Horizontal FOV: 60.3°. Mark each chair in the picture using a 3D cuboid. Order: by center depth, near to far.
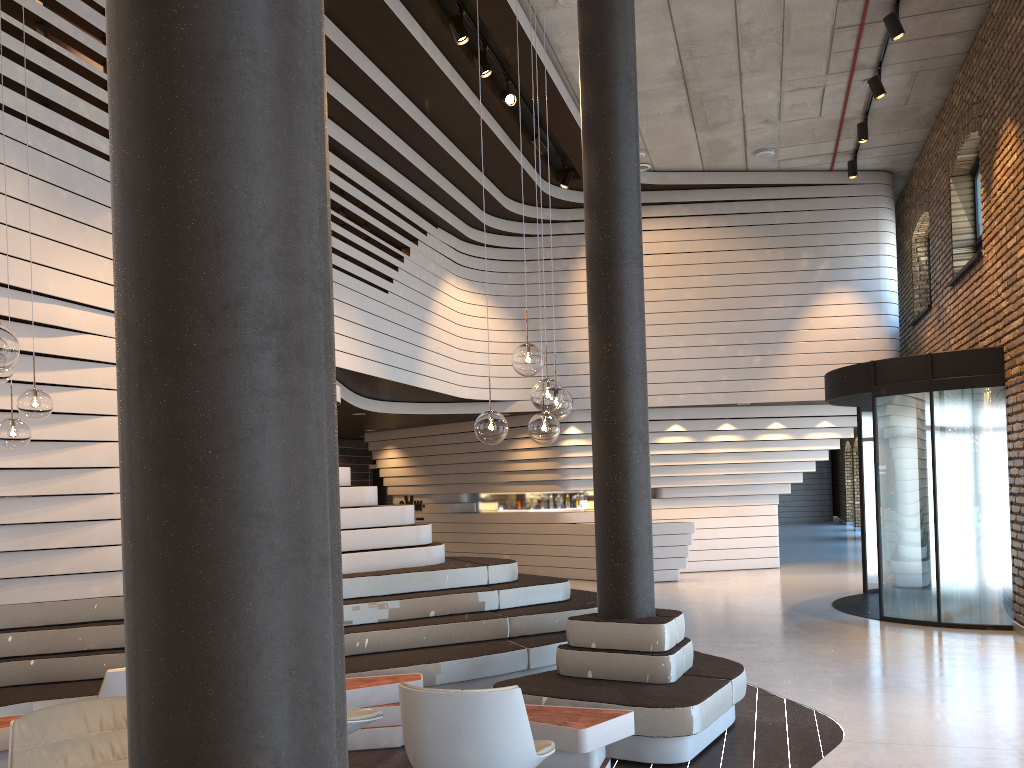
[{"bbox_3d":[-1.567,1.651,3.363,0.653,0.765,0.717,0,-4,-34],"label":"chair"},{"bbox_3d":[-0.162,1.670,3.942,0.659,0.764,0.710,-3,-3,17],"label":"chair"},{"bbox_3d":[-2.081,1.808,4.600,0.713,0.765,0.656,-3,-3,16],"label":"chair"},{"bbox_3d":[-1.080,1.784,4.684,0.662,0.765,0.708,-4,-4,32],"label":"chair"}]

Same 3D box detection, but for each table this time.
[{"bbox_3d":[0.166,1.937,4.659,0.910,0.370,0.413,-4,-4,19],"label":"table"},{"bbox_3d":[-2.954,2.065,4.872,0.901,0.369,0.418,2,-5,-36],"label":"table"},{"bbox_3d":[-0.996,2.076,5.544,0.903,0.370,0.416,-1,-4,-11],"label":"table"}]

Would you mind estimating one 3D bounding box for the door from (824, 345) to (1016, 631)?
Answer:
[{"bbox_3d":[5.338,1.207,10.124,3.222,2.846,3.247,-4,-4,23],"label":"door"}]

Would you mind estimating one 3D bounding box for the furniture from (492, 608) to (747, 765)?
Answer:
[{"bbox_3d":[0.868,1.840,5.546,1.762,0.720,1.288,2,-7,-38],"label":"furniture"}]

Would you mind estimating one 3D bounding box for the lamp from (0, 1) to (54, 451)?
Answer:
[{"bbox_3d":[-2.684,-2.017,4.450,0.529,4.705,0.335,-2,0,-22],"label":"lamp"}]

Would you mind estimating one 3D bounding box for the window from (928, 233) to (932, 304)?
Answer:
[{"bbox_3d":[6.254,-1.743,12.831,0.126,1.447,1.571,-2,-4,16],"label":"window"}]

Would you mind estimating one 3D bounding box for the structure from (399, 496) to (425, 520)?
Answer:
[{"bbox_3d":[-1.958,2.390,17.010,0.809,0.468,0.017,-6,-3,42],"label":"structure"}]

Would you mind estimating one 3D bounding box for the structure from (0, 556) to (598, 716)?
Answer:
[{"bbox_3d":[-3.174,1.369,1.112,5.792,0.924,18.246,-3,-7,12],"label":"structure"}]

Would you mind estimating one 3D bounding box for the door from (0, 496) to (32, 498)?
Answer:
[{"bbox_3d":[-4.509,1.606,7.986,0.975,2.101,0.162,-2,0,17],"label":"door"}]

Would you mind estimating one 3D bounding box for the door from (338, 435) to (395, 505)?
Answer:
[{"bbox_3d":[-3.051,2.383,17.936,1.782,2.696,0.079,-3,-1,22],"label":"door"}]

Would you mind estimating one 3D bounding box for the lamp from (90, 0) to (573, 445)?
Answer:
[{"bbox_3d":[0.174,-1.374,10.083,9.072,4.599,41.955,-3,-7,16],"label":"lamp"}]

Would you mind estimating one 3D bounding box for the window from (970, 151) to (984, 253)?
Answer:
[{"bbox_3d":[5.424,-2.039,9.969,0.126,1.447,1.571,-2,-4,16],"label":"window"}]

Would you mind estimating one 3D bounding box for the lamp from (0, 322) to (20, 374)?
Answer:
[{"bbox_3d":[-1.784,-2.357,2.448,0.311,4.732,0.659,-2,0,25],"label":"lamp"}]
